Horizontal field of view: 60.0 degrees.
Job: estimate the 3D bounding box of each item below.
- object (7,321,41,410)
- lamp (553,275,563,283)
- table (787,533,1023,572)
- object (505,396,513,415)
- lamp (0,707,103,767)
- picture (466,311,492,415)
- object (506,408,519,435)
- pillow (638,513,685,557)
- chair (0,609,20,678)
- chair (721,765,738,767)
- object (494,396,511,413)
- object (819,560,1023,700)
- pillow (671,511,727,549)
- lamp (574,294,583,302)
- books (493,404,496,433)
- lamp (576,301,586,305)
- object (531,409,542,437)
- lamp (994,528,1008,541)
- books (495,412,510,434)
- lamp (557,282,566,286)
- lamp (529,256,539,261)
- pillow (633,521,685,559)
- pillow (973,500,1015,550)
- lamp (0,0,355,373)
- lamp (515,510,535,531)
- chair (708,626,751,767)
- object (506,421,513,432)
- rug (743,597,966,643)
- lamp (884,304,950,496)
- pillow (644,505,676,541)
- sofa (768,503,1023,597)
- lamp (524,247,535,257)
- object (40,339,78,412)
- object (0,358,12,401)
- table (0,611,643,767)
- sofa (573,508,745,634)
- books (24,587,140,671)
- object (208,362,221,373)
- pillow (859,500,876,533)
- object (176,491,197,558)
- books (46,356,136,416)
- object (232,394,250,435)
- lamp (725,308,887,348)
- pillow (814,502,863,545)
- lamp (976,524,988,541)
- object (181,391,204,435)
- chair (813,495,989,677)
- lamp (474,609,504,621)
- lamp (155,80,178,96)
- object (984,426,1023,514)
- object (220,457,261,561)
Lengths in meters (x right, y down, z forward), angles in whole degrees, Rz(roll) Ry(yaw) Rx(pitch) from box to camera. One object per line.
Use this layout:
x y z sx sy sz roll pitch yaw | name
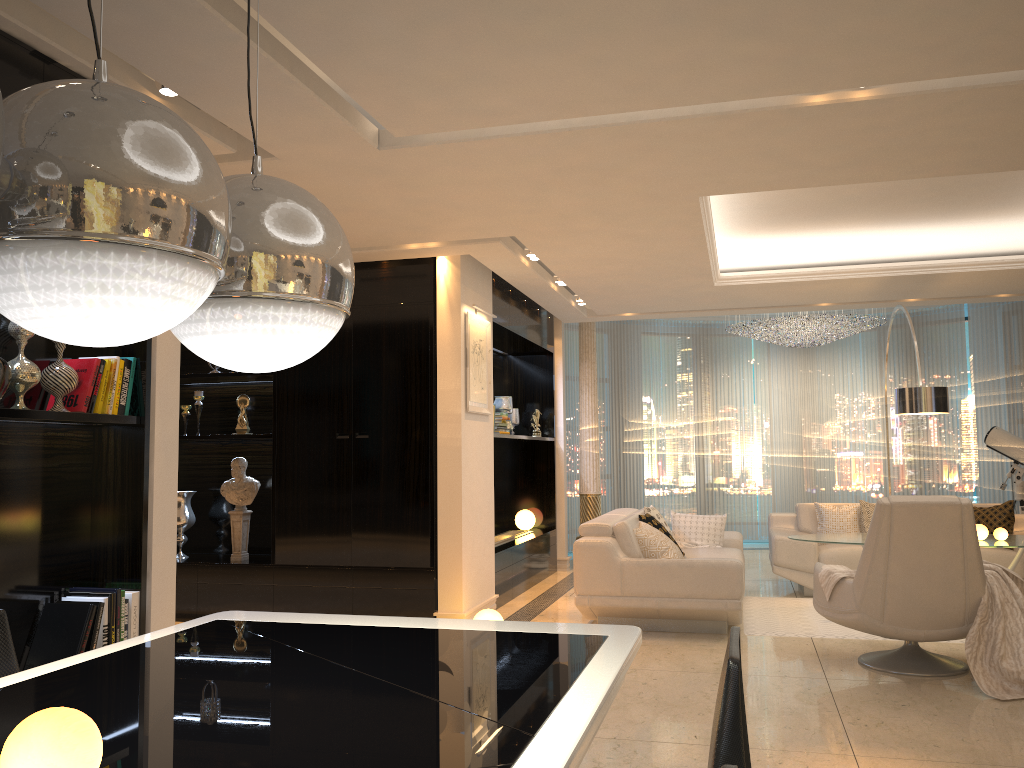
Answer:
-1.710 -0.112 3.091 0.121 0.416 0.121 -1 -5 10 | object
0.400 -0.910 7.444 0.107 0.127 0.107 -3 -5 26 | lamp
3.133 1.412 6.456 2.140 0.565 0.999 -2 -5 14 | table
-0.069 0.342 8.944 0.156 0.426 0.156 -2 -5 20 | object
-0.627 0.507 1.210 0.125 0.125 0.125 2 -5 -25 | lamp
-0.250 -0.142 6.657 0.027 0.729 0.610 -2 -5 14 | picture
0.003 0.415 9.187 0.147 0.317 0.147 -2 -5 17 | object
1.187 1.193 6.988 0.323 0.355 0.524 -2 -5 15 | pillow
-1.089 0.969 1.975 0.496 0.858 0.523 -2 -5 14 | chair
0.006 0.872 0.926 0.496 0.858 0.523 -2 -5 14 | chair
-0.095 0.311 8.445 0.181 0.381 0.181 -1 -5 9 | object
2.482 1.304 5.003 0.972 0.580 1.347 3 -6 -38 | object
1.581 1.256 7.655 0.521 0.325 0.281 -3 -5 24 | pillow
0.638 -0.839 8.354 0.107 0.127 0.107 0 -5 -4 | lamp
-0.257 0.297 7.502 0.212 0.261 0.210 -2 -5 14 | books
0.666 -0.817 8.480 0.107 0.127 0.107 0 -5 -4 | lamp
0.252 0.409 9.166 0.116 0.293 0.182 -2 -5 12 | object
3.473 1.067 6.301 0.090 0.091 0.090 2 -5 -25 | lamp
-0.167 0.361 7.934 0.260 0.197 0.296 -2 -5 17 | books
0.431 -0.901 7.562 0.107 0.127 0.107 0 -5 -4 | lamp
0.170 -0.979 6.561 0.107 0.127 0.107 -3 -5 26 | lamp
1.082 1.193 6.541 0.351 0.329 0.521 -2 -5 14 | pillow
4.033 1.210 7.640 0.301 0.436 0.575 4 -6 -44 | pillow
-0.719 -0.687 1.204 0.408 1.226 1.827 -2 -5 14 | lamp
0.137 1.420 9.264 0.212 0.214 0.213 2 -5 -25 | lamp
0.225 0.937 1.762 0.496 0.858 0.523 -2 -5 14 | chair
-0.050 0.434 8.559 0.119 0.154 0.119 -3 -5 24 | object
3.158 1.705 6.416 2.900 0.020 1.661 -2 -5 14 | rug
3.436 0.549 7.745 0.393 2.519 2.009 -2 -5 14 | lamp
1.261 1.214 7.442 0.255 0.399 0.526 -2 -5 14 | pillow
3.472 1.438 7.782 2.328 0.754 1.145 -2 -5 14 | sofa
0.141 -0.987 6.450 0.107 0.127 0.107 -3 -5 26 | lamp
-1.647 -0.199 3.239 0.121 0.612 0.121 -1 -5 10 | object
-1.751 -0.008 2.818 0.193 0.177 0.375 -2 -5 15 | object
-0.639 0.941 1.083 1.293 0.759 3.031 -2 -5 14 | table
1.250 1.402 7.019 1.145 0.754 2.328 -2 -5 14 | sofa
-1.598 0.920 3.308 0.222 0.296 0.345 -2 -5 14 | books
-2.303 -0.248 6.896 0.155 0.347 0.155 0 -5 -5 | object
3.360 1.245 7.914 0.587 0.429 0.288 0 -5 -11 | pillow
-2.639 1.120 7.071 0.221 0.522 0.221 -2 -5 19 | object
-1.614 0.005 3.414 0.189 0.238 0.290 -2 -5 13 | books
-2.099 0.241 6.921 0.116 0.318 0.113 -2 -5 14 | object
3.494 -0.772 10.625 2.109 0.685 2.109 2 -5 -30 | lamp
2.968 1.257 7.986 0.463 0.380 0.222 -2 -5 19 | pillow
3.339 1.059 6.337 0.115 0.115 0.115 -4 -6 40 | lamp
-2.522 0.232 6.994 0.176 0.361 0.079 0 -5 -4 | object
2.267 1.110 5.019 1.027 0.991 0.983 -2 -5 14 | chair
-0.157 1.594 5.850 0.213 0.214 0.212 3 -6 -36 | lamp
-1.356 -1.208 3.511 0.107 0.127 0.107 0 -5 -4 | lamp
5.067 1.145 8.815 0.616 1.471 0.570 -2 -5 21 | object
-2.107 0.966 6.886 0.308 0.794 0.221 -5 -6 42 | object
